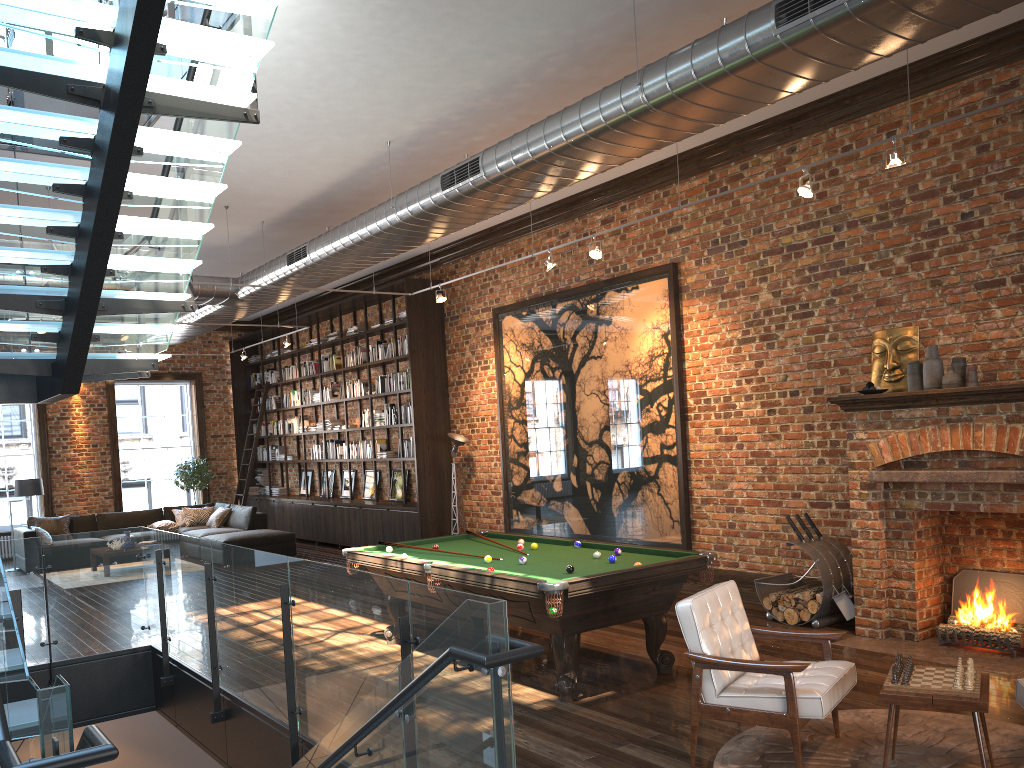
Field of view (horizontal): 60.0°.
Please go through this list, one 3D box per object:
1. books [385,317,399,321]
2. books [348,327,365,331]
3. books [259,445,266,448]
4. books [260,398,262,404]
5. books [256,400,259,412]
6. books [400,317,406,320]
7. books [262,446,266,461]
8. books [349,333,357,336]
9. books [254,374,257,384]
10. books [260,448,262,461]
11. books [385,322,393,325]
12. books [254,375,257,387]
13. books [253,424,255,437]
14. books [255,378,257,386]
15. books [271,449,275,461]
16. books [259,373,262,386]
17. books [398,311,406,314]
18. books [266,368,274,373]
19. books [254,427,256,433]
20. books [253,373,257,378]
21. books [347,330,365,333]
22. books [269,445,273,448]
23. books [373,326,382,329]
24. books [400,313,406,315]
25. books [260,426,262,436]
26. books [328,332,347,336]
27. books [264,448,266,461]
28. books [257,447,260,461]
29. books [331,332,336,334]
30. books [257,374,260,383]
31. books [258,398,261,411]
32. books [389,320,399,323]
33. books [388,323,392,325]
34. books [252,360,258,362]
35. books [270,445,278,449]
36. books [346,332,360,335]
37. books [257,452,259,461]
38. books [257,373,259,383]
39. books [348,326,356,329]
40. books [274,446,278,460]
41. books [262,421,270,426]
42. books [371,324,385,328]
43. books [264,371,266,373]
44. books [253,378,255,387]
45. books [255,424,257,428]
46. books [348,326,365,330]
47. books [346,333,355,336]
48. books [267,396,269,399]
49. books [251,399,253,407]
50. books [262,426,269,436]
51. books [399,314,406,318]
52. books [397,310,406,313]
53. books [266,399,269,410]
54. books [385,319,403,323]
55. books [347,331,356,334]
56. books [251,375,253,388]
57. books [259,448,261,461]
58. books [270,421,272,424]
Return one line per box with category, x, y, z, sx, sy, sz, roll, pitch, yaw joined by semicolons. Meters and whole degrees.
books;-1.766;-0.990;13.541;0.202;0.015;0.361;0;-4;-41
books;-2.562;-0.898;14.666;0.169;0.034;0.286;-1;-4;-41
books;-5.177;1.439;18.486;0.157;0.319;0.013;-4;2;-36
books;-5.058;0.420;18.156;0.178;0.286;0.024;-3;1;-36
books;-5.263;0.444;18.458;0.176;0.296;0.041;-3;1;-36
books;-1.510;-0.975;13.182;0.225;0.021;0.265;-1;-4;-31
books;-5.063;1.431;18.310;0.183;0.301;0.015;-3;1;-36
books;-2.563;-0.810;14.664;0.190;0.011;0.353;-1;-4;-33
books;-5.254;-0.063;18.378;0.174;0.286;0.016;-3;1;-36
books;-5.136;1.459;18.413;0.176;0.266;0.026;-3;1;-36
books;-1.766;-0.925;13.540;0.229;0.007;0.352;-1;-4;-34
books;-5.226;-0.059;18.336;0.176;0.270;0.029;-3;1;-36
books;-5.317;0.975;18.564;0.186;0.261;0.014;-3;1;-36
books;-5.204;-0.020;18.313;0.181;0.187;0.032;-3;1;-36
books;-4.739;1.420;17.835;0.212;0.233;0.019;-3;1;-36
books;-5.064;-0.086;18.127;0.181;0.283;0.045;-3;1;-36
books;-1.510;-1.064;13.183;0.212;0.012;0.342;-1;-4;-40
books;-4.849;-0.143;17.833;0.167;0.338;0.016;-4;2;-36
books;-5.290;0.998;18.557;0.188;0.211;0.028;-3;1;-36
books;-5.302;-0.066;18.464;0.180;0.308;0.014;-3;1;-36
books;-2.574;-0.871;14.656;0.216;0.020;0.235;-1;-4;-39
books;-4.876;1.404;18.092;0.130;0.311;0.014;-4;2;-36
books;-2.039;-0.889;13.902;0.214;0.012;0.252;-1;-4;-31
books;-1.503;-1.049;13.188;0.198;0.018;0.312;-1;-4;-32
books;-5.078;0.955;18.237;0.188;0.237;0.025;-3;1;-36
books;-2.996;-0.853;15.236;0.204;0.017;0.360;-1;-4;-39
books;-5.003;1.441;18.230;0.186;0.267;0.035;-3;1;-36
books;-5.215;1.456;18.532;0.180;0.294;0.051;-3;1;-36
books;-2.987;-0.874;15.242;0.192;0.009;0.306;-1;-4;-35
books;-5.108;-0.072;18.163;0.190;0.263;0.066;-3;1;-36
books;-5.112;0.430;18.237;0.185;0.283;0.027;-3;1;-36
books;-1.745;-0.944;13.556;0.185;0.017;0.251;-1;-4;-36
books;-1.769;-0.901;13.538;0.229;0.019;0.269;-1;-4;-31
books;-5.271;-0.475;18.404;0.166;0.006;0.367;-1;-4;-33
books;-4.798;1.394;17.942;0.165;0.304;0.013;-4;2;-36
books;-2.576;-0.833;14.655;0.227;0.015;0.276;-1;-4;-38
books;-5.244;1.510;18.551;0.176;0.191;0.032;-3;1;-36
books;-5.139;-0.077;18.230;0.189;0.284;0.032;-3;1;-36
books;-2.566;-0.938;14.663;0.188;0.017;0.276;-1;-4;-34
books;-4.693;1.392;17.836;0.159;0.286;0.014;-4;2;-36
books;-5.031;0.919;18.204;0.178;0.299;0.015;-3;1;-36
books;-2.040;-0.905;13.901;0.219;0.019;0.329;-1;-4;-33
books;-5.000;-0.110;18.063;0.129;0.315;0.033;-4;2;-36
books;-5.295;-0.024;18.434;0.188;0.219;0.016;-3;1;-36
books;-5.248;0.960;18.479;0.188;0.273;0.013;-3;1;-36
books;-2.565;-0.922;14.664;0.167;0.015;0.370;-1;-4;-31
books;-2.569;-0.820;14.659;0.216;0.010;0.342;-1;-4;-37
books;-4.898;0.391;17.953;0.188;0.304;0.014;-3;1;-36
books;-5.353;0.453;18.536;0.176;0.296;0.017;-3;1;-36
books;-5.025;0.961;18.177;0.186;0.212;0.035;-3;1;-36
books;-1.501;-1.024;13.189;0.188;0.032;0.369;-1;-4;-41
books;-1.518;-1.079;13.178;0.230;0.016;0.330;-1;-4;-40
books;-4.865;0.424;17.902;0.190;0.229;0.034;-3;1;-36
books;-1.766;-0.961;13.541;0.229;0.018;0.315;-1;-4;-35
books;-2.571;-0.857;14.658;0.206;0.009;0.334;-1;-4;-33
books;-5.347;-0.046;18.496;0.186;0.275;0.015;-3;1;-36
books;-5.153;1.463;18.426;0.173;0.262;0.015;-3;1;-36
books;-4.793;0.894;17.878;0.159;0.286;0.014;-4;2;-36
